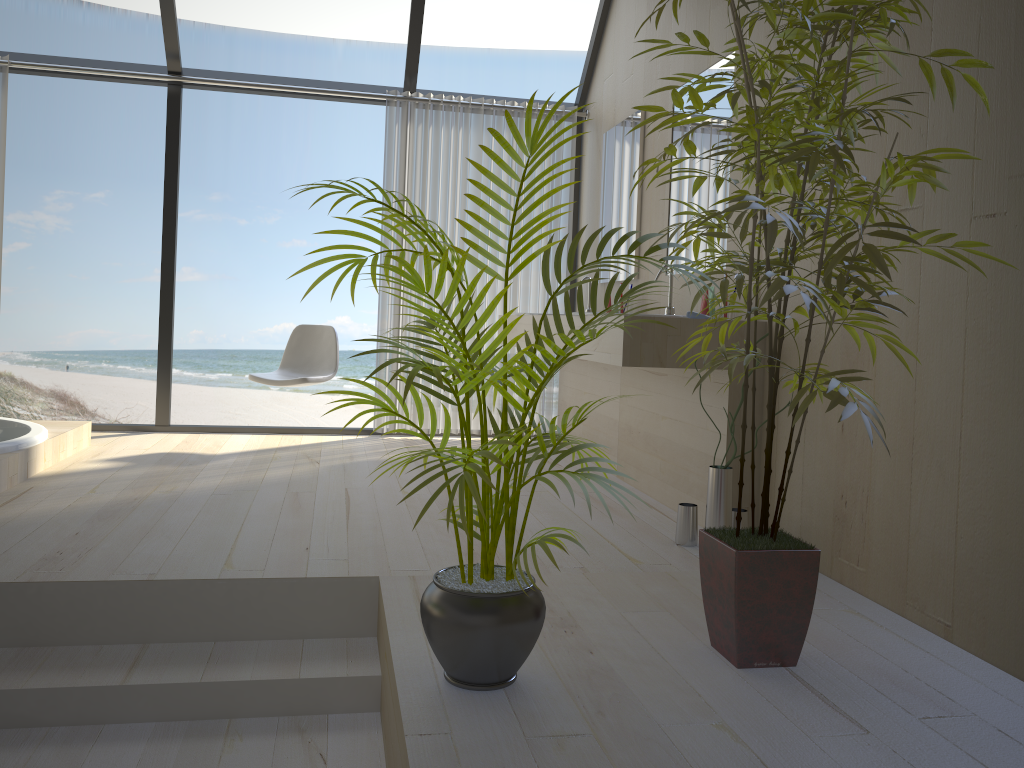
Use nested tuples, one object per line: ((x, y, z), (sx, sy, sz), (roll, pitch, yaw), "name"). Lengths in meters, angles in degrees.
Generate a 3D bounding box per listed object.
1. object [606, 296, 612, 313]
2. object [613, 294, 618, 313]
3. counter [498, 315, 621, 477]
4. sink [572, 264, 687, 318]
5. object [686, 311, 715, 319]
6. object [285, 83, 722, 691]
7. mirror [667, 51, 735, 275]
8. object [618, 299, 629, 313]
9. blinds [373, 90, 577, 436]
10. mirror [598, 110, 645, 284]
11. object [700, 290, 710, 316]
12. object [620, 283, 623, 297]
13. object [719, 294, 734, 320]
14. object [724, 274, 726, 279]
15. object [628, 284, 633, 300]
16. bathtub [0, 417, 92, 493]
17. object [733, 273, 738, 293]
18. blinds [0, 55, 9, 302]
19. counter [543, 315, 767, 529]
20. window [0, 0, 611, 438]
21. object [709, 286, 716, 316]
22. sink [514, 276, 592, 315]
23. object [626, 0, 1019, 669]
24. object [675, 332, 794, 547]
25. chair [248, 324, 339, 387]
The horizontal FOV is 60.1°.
((0.495, -0.400, 4.527), (0.039, 0.135, 0.039), (3, 1, 37), "object")
((0.542, -0.406, 4.630), (0.039, 0.135, 0.039), (3, 1, 37), "object")
((0.289, 0.027, 4.877), (0.550, 0.790, 1.208), (2, 3, -11), "counter")
((0.500, -0.293, 3.647), (0.504, 0.419, 0.575), (2, 3, -8), "sink")
((0.697, -0.254, 3.269), (0.104, 0.029, 0.032), (4, 3, 29), "object")
((-0.089, 0.022, 1.822), (0.917, 1.156, 0.751), (3, 2, 22), "object")
((0.815, -0.912, 3.820), (0.023, 0.867, 0.654), (2, 2, -11), "mirror")
((0.558, -0.375, 4.449), (0.058, 0.100, 0.058), (2, 1, -5), "object")
((-0.221, -0.724, 5.466), (1.182, 2.069, 0.084), (2, 1, -11), "blinds")
((0.587, -0.993, 4.831), (0.023, 0.867, 0.654), (2, 2, -11), "mirror")
((0.729, -0.307, 3.344), (0.039, 0.135, 0.039), (3, 1, 30), "object")
((0.546, -0.416, 4.422), (0.012, 0.178, 0.050), (3, 1, 28), "object")
((0.792, -0.282, 3.266), (0.058, 0.100, 0.058), (2, 1, -1), "object")
((0.780, -0.323, 3.239), (0.012, 0.178, 0.050), (3, 1, 28), "object")
((0.575, -0.415, 4.444), (0.054, 0.175, 0.012), (3, 1, 14), "object")
((-2.941, 0.306, 3.661), (1.820, 0.698, 1.651), (2, 4, -11), "bathtub")
((0.809, -0.322, 3.261), (0.054, 0.175, 0.012), (3, 1, 14), "object")
((-3.411, -0.810, 4.833), (1.182, 2.069, 0.084), (2, 1, -11), "blinds")
((0.523, 0.120, 3.694), (0.550, 0.790, 1.208), (2, 3, -11), "counter")
((-1.756, -1.093, 4.958), (4.558, 2.812, 0.746), (2, 1, -11), "window")
((0.776, -0.313, 3.447), (0.039, 0.135, 0.039), (3, 1, 30), "object")
((0.266, -0.386, 4.830), (0.504, 0.419, 0.575), (2, 3, -8), "sink")
((0.648, -0.248, 2.005), (0.787, 1.755, 0.936), (3, 1, 14), "object")
((0.778, 0.196, 2.993), (0.406, 0.748, 0.274), (2, 1, -23), "object")
((-1.192, -0.159, 4.927), (0.369, 0.347, 0.455), (3, 3, 17), "chair")
